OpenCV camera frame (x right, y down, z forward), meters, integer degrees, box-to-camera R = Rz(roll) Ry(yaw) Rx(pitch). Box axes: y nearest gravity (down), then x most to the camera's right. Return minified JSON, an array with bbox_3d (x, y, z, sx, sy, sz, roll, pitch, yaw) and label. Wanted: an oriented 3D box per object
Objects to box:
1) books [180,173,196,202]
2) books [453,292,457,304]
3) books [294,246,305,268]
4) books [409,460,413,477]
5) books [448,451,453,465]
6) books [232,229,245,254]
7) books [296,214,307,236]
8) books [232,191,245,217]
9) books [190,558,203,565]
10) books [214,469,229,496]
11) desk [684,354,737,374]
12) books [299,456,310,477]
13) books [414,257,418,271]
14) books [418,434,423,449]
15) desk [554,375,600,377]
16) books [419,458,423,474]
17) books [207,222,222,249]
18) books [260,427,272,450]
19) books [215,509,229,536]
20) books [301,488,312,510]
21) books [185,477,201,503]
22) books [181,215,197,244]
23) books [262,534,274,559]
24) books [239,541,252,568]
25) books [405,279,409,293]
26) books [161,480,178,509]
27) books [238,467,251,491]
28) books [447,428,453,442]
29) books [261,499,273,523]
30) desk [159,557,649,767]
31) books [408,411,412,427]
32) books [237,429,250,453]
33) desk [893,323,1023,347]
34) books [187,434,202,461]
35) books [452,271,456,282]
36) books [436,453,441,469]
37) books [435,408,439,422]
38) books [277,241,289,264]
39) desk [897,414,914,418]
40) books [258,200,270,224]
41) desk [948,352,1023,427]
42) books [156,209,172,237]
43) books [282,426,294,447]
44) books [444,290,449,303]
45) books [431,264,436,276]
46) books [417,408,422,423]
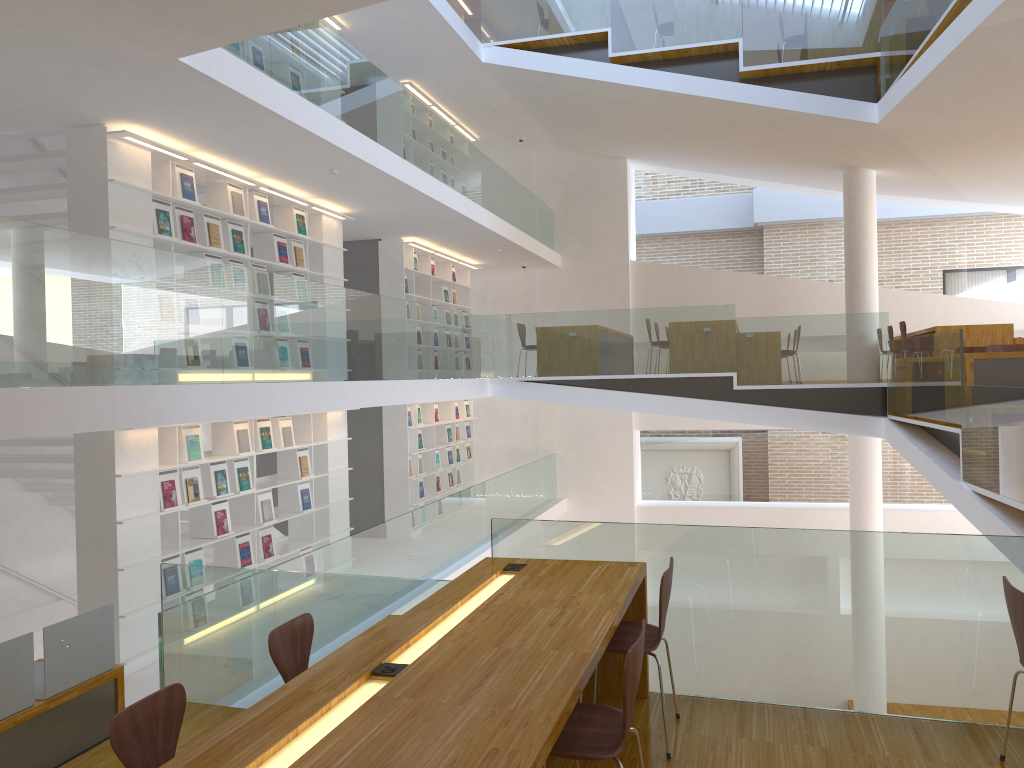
[{"bbox_3d":[-2.572,-1.557,7.046,0.037,0.210,0.145,-1,0,15],"label":"books"},{"bbox_3d":[-0.876,-1.294,13.489,0.037,0.210,0.145,-1,0,15],"label":"books"},{"bbox_3d":[-2.100,-1.247,8.764,0.037,0.210,0.145,-1,0,15],"label":"books"},{"bbox_3d":[-1.343,1.106,11.595,0.037,0.210,0.145,-1,0,15],"label":"books"},{"bbox_3d":[-0.911,1.098,13.164,0.037,0.210,0.145,-1,0,15],"label":"books"},{"bbox_3d":[-2.380,-1.234,7.724,0.037,0.210,0.145,-1,0,15],"label":"books"},{"bbox_3d":[-2.091,-1.577,8.810,0.037,0.210,0.145,-1,0,15],"label":"books"},{"bbox_3d":[-2.386,-1.564,7.729,0.037,0.210,0.145,-1,0,15],"label":"books"},{"bbox_3d":[-2.503,1.507,7.061,0.037,0.210,0.145,-1,0,15],"label":"books"},{"bbox_3d":[-2.427,0.825,7.410,0.037,0.210,0.145,-1,0,15],"label":"books"},{"bbox_3d":[2.859,-0.375,11.720,1.248,0.757,3.196,-1,0,15],"label":"desk"},{"bbox_3d":[-2.054,0.820,8.773,0.037,0.210,0.145,-1,0,15],"label":"books"},{"bbox_3d":[-1.304,-1.605,11.946,0.037,0.210,0.145,-1,0,15],"label":"books"},{"bbox_3d":[-1.243,0.780,11.976,0.037,0.210,0.145,-1,0,15],"label":"books"},{"bbox_3d":[1.090,-0.413,12.204,0.760,0.606,3.194,-1,0,15],"label":"desk"},{"bbox_3d":[-1.239,1.111,11.963,0.037,0.210,0.145,-1,0,15],"label":"books"},{"bbox_3d":[-2.477,-1.230,7.382,0.037,0.210,0.145,-1,0,15],"label":"books"},{"bbox_3d":[-2.242,0.498,8.096,0.037,0.210,0.145,-1,0,15],"label":"books"},{"bbox_3d":[-2.421,1.159,7.402,0.037,0.210,0.145,-1,0,15],"label":"books"},{"bbox_3d":[-2.039,1.147,8.791,0.037,0.210,0.145,-1,0,15],"label":"books"},{"bbox_3d":[-2.534,0.853,7.048,0.037,0.210,0.145,-1,0,15],"label":"books"},{"bbox_3d":[-2.568,-1.227,7.047,0.037,0.210,0.145,-1,0,15],"label":"books"},{"bbox_3d":[-2.227,1.486,8.089,0.037,0.210,0.145,-1,0,15],"label":"books"},{"bbox_3d":[-2.323,1.490,7.734,0.037,0.210,0.145,-1,0,15],"label":"books"},{"bbox_3d":[-1.392,-1.272,11.588,0.037,0.210,0.145,-1,0,15],"label":"books"},{"bbox_3d":[-2.606,0.841,6.751,0.037,0.210,0.145,-1,0,15],"label":"books"},{"bbox_3d":[-2.334,0.832,7.734,0.037,0.210,0.145,-1,0,15],"label":"books"},{"bbox_3d":[-0.922,0.762,13.163,0.037,0.210,0.145,-1,0,15],"label":"books"},{"bbox_3d":[-2.231,1.165,8.088,0.037,0.210,0.145,-1,0,15],"label":"books"},{"bbox_3d":[-0.412,1.298,2.678,1.285,0.918,3.236,-1,0,15],"label":"desk"},{"bbox_3d":[-1.350,0.463,11.607,0.037,0.210,0.145,-1,0,15],"label":"books"},{"bbox_3d":[-2.340,0.502,7.739,0.037,0.210,0.145,-1,0,15],"label":"books"},{"bbox_3d":[5.646,-0.282,11.028,1.247,0.762,3.194,-1,0,15],"label":"desk"},{"bbox_3d":[-2.527,0.511,7.053,0.037,0.210,0.145,-1,0,15],"label":"books"},{"bbox_3d":[-0.883,-1.608,13.487,0.037,0.210,0.145,-1,0,15],"label":"books"},{"bbox_3d":[-1.061,1.098,12.627,0.037,0.210,0.145,-1,0,15],"label":"books"},{"bbox_3d":[-1.076,0.454,12.623,0.037,0.210,0.145,-1,0,15],"label":"books"},{"bbox_3d":[-2.183,-1.246,8.459,0.037,0.210,0.145,-1,0,15],"label":"books"},{"bbox_3d":[5.674,0.000,8.775,3.356,0.606,0.760,-1,0,15],"label":"desk"},{"bbox_3d":[-2.276,-1.571,8.134,0.037,0.210,0.145,-1,0,15],"label":"books"},{"bbox_3d":[5.228,0.230,6.794,3.216,1.022,1.248,-1,0,15],"label":"desk"},{"bbox_3d":[-2.650,-1.219,6.753,0.037,0.210,0.145,-1,0,15],"label":"books"},{"bbox_3d":[-2.139,0.514,8.472,0.037,0.210,0.145,-1,0,15],"label":"books"},{"bbox_3d":[-0.968,-1.290,13.151,0.037,0.210,0.145,-1,0,15],"label":"books"},{"bbox_3d":[-1.123,-1.598,12.610,0.037,0.210,0.145,-1,0,15],"label":"books"},{"bbox_3d":[-1.260,0.426,11.952,0.037,0.210,0.145,-1,0,15],"label":"books"}]
